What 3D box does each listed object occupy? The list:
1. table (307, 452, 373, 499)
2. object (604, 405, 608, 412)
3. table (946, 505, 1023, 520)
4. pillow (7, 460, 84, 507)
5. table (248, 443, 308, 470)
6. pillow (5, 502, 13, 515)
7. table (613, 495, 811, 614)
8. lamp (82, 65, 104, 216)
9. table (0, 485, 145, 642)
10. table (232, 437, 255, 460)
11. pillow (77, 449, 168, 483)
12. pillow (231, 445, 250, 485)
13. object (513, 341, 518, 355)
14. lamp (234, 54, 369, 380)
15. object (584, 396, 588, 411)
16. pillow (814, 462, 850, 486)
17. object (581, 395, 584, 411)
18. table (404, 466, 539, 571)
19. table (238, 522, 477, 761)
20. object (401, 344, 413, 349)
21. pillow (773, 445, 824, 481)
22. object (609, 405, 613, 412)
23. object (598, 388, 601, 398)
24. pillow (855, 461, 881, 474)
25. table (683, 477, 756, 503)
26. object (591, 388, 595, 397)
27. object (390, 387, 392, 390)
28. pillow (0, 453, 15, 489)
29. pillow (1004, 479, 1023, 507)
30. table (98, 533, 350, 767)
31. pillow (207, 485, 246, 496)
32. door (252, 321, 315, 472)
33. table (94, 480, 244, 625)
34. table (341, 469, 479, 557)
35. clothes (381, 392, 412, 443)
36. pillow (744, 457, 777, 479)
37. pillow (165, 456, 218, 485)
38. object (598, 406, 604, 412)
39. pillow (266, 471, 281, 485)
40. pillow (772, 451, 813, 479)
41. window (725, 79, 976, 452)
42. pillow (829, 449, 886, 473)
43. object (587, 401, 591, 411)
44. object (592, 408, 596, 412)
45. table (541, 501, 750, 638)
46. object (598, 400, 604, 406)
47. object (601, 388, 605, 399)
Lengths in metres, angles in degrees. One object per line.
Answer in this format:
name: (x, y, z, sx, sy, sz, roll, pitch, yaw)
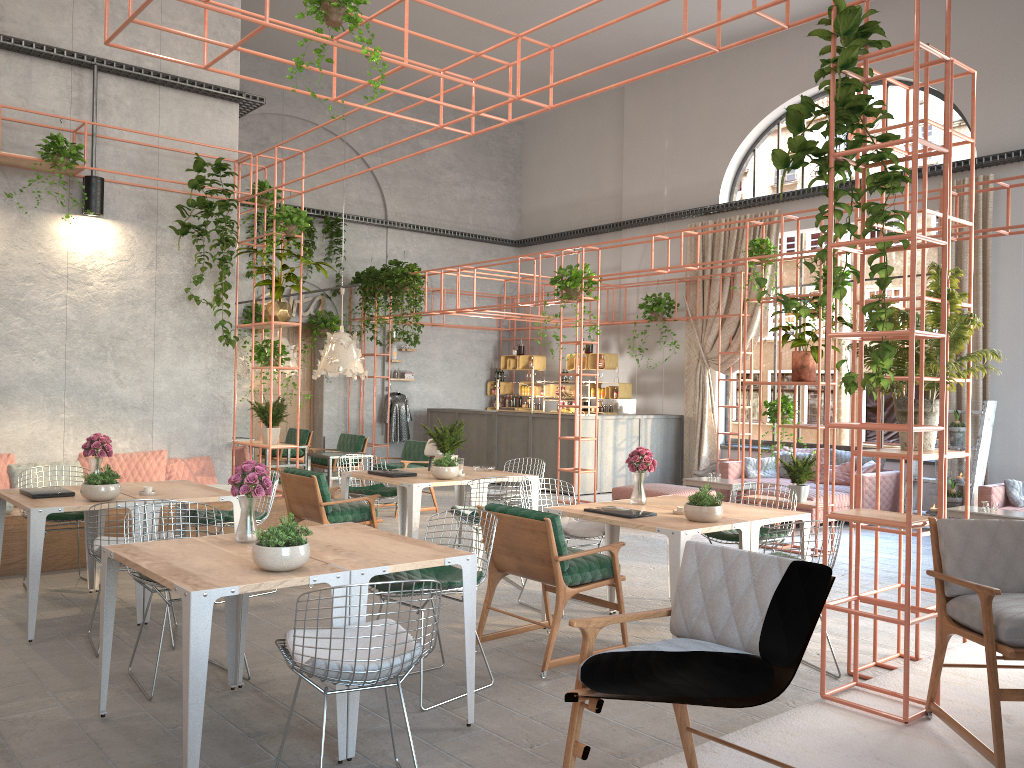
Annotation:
table: (-2.133, 1.265, 10.980, 0.635, 0.798, 0.602, 1, 0, -40)
object: (1.664, 0.436, 15.740, 0.073, 0.131, 0.073, 1, 0, 43)
table: (5.067, 1.565, 9.309, 0.520, 0.455, 0.916, 1, 0, -40)
pillow: (-4.313, 0.921, 8.247, 0.666, 0.385, 0.289, 1, 0, -44)
table: (-3.258, 1.251, 12.327, 0.635, 0.798, 0.602, 1, 0, -40)
pillow: (-4.608, 1.050, 7.479, 0.637, 0.149, 0.491, 1, 0, -39)
table: (1.387, 1.286, 6.302, 0.694, 0.830, 1.214, 1, 0, -40)
lamp: (-3.990, -2.335, 8.481, 0.179, 1.425, 0.185, 1, 0, -40)
table: (-3.109, 1.189, 6.169, 0.694, 0.830, 1.205, 1, 0, -40)
table: (-4.382, 1.236, 13.674, 0.635, 0.798, 0.602, 1, 0, -40)
pillow: (-3.808, 0.884, 8.640, 0.839, 0.474, 0.276, 1, 0, -19)
pillow: (-3.160, 0.904, 10.006, 0.839, 0.474, 0.276, 1, 0, 41)
object: (0.089, -0.716, 17.835, 0.134, 0.301, 0.134, 1, 0, 39)
lamp: (-3.234, -2.083, 12.372, 0.704, 4.052, 4.456, 1, 0, -40)
object: (1.346, 0.356, 16.171, 0.065, 0.280, 0.065, 1, 0, 4)
pillow: (4.374, 1.206, 12.011, 0.479, 0.317, 0.441, 1, 0, 32)
object: (1.281, 0.349, 16.109, 0.066, 0.291, 0.066, 1, 0, 34)
table: (-0.411, 1.251, 8.428, 0.694, 0.830, 1.214, 1, 0, -40)
table: (-0.826, 1.223, 4.518, 0.694, 0.830, 1.214, 1, 0, -40)
object: (-1.999, -0.717, 16.931, 0.263, 0.101, 0.013, 1, 0, -40)
pillow: (4.085, 1.138, 12.794, 0.276, 0.474, 0.839, 1, 0, -39)
object: (1.771, 0.438, 15.836, 0.073, 0.131, 0.073, 1, 0, 43)
object: (1.556, 0.161, 15.759, 0.069, 0.191, 0.069, 1, 0, -4)
pillow: (4.622, 1.190, 11.629, 0.308, 0.349, 0.495, 1, 0, 10)
table: (2.802, 1.532, 12.022, 0.520, 0.455, 0.916, 1, 0, -40)
object: (1.451, 0.160, 15.884, 0.069, 0.191, 0.069, 1, 0, -28)
object: (-2.311, 0.079, 16.738, 0.093, 0.121, 0.049, 1, 0, -38)
pillow: (-4.819, 0.861, 7.852, 0.276, 0.474, 0.839, 1, 0, 41)
pillow: (5.843, 1.238, 9.983, 0.500, 0.324, 0.307, 1, 0, -5)
table: (-1.356, 1.211, 4.069, 0.694, 0.830, 1.205, 1, 0, -40)
pillow: (-3.022, 1.086, 8.803, 0.637, 0.149, 0.491, 1, 0, -39)
door: (-4.335, 0.257, 16.043, 1.360, 2.729, 0.551, 1, 0, -40)
table: (-2.577, 1.201, 6.618, 0.694, 0.830, 1.214, 1, 0, -40)
table: (-0.942, 1.239, 7.978, 0.694, 0.830, 1.205, 1, 0, -40)
clothes: (-2.161, 0.656, 16.786, 0.366, 0.997, 0.625, 1, 0, 30)
pillow: (3.578, 1.209, 12.697, 0.500, 0.324, 0.307, 1, 0, -5)
pillow: (-3.329, 0.943, 9.069, 0.666, 0.385, 0.289, 1, 0, -44)
object: (1.568, 0.446, 15.763, 0.115, 0.107, 0.115, 1, 0, 17)
pillow: (-2.908, 1.096, 10.358, 0.491, 0.149, 0.637, 1, 0, -39)
pillow: (3.960, 1.167, 12.708, 0.289, 0.385, 0.666, 1, 0, -39)
window: (4.988, -1.757, 13.428, 0.089, 5.538, 4.127, 1, 0, -40)
pillow: (4.657, 1.147, 12.091, 0.273, 0.476, 0.836, 1, 0, -39)
object: (1.407, 0.354, 16.226, 0.074, 0.287, 0.072, 1, 0, -8)
object: (1.485, 0.445, 15.863, 0.115, 0.107, 0.115, 1, 0, -43)
table: (0.855, 1.274, 5.852, 0.694, 0.830, 1.205, 1, 0, -40)
object: (1.580, 0.342, 15.854, 0.115, 0.107, 0.115, 1, 0, 16)
object: (1.614, 0.162, 15.689, 0.069, 0.191, 0.069, 1, 0, -23)
